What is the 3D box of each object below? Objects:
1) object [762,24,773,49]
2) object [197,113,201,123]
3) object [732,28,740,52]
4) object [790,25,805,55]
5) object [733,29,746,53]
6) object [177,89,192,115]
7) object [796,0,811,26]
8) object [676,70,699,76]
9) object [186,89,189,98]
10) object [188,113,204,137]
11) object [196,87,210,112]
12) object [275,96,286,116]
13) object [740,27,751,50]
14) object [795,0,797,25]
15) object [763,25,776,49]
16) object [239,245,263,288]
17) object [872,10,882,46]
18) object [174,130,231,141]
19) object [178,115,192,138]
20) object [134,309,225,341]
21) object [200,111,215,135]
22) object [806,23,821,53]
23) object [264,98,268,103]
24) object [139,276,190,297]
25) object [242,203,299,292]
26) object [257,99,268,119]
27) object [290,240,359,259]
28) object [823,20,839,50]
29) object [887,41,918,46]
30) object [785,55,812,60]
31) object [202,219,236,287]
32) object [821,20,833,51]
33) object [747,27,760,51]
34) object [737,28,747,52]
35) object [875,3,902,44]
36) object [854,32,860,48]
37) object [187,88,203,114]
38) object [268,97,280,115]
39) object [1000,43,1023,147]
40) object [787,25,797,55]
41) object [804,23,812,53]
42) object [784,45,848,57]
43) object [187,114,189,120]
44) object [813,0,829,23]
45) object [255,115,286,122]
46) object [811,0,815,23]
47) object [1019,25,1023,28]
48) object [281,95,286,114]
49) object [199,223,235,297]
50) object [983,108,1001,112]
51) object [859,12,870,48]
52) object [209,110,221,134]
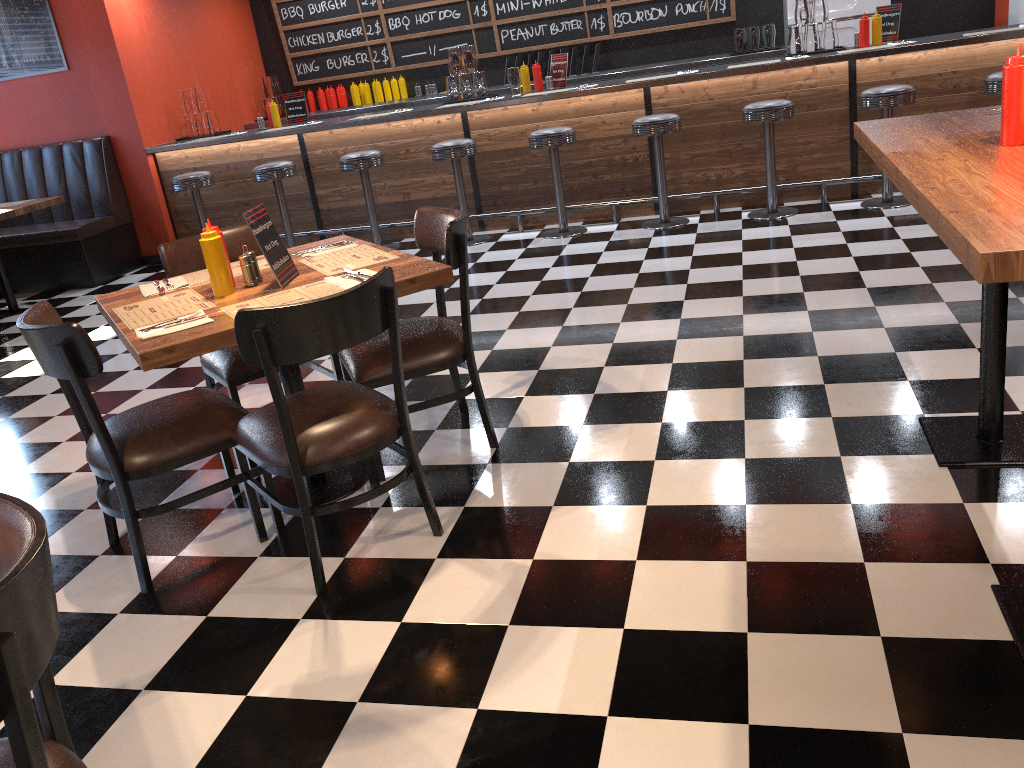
[{"bbox_3d":[2.248,-3.039,7.774,0.106,0.206,0.106,-19,22,-27],"label":"object"},{"bbox_3d":[-2.770,-2.318,7.904,0.105,0.206,0.107,-8,20,2],"label":"object"},{"bbox_3d":[2.078,-3.149,8.122,0.106,0.206,0.106,-19,22,-27],"label":"object"},{"bbox_3d":[2.078,-2.501,6.458,0.106,0.206,0.106,-19,22,-27],"label":"object"},{"bbox_3d":[1.990,-2.985,7.738,0.106,0.206,0.106,-19,22,-27],"label":"object"},{"bbox_3d":[-2.872,-2.469,7.761,0.105,0.206,0.107,-8,20,2],"label":"object"},{"bbox_3d":[2.097,-2.696,6.377,0.106,0.206,0.106,-19,22,-27],"label":"object"},{"bbox_3d":[1.280,-2.279,6.470,0.157,0.018,0.259,-2,22,16],"label":"object"},{"bbox_3d":[-2.855,-2.505,7.845,0.105,0.206,0.107,-8,20,2],"label":"object"},{"bbox_3d":[-2.789,-2.275,7.803,0.105,0.206,0.107,-8,20,2],"label":"object"},{"bbox_3d":[-2.741,-2.513,7.822,0.105,0.206,0.107,-8,20,2],"label":"object"},{"bbox_3d":[-2.441,-2.905,9.279,0.105,0.206,0.107,-8,20,2],"label":"object"},{"bbox_3d":[2.115,-3.110,8.008,0.106,0.206,0.106,-19,22,-27],"label":"object"},{"bbox_3d":[2.114,-2.731,6.461,0.106,0.206,0.106,-19,22,-27],"label":"object"},{"bbox_3d":[2.228,-2.995,7.668,0.106,0.206,0.106,-19,22,-27],"label":"object"},{"bbox_3d":[-0.879,-0.399,2.963,0.046,0.134,0.095,-7,20,6],"label":"object"},{"bbox_3d":[2.579,-2.517,6.262,0.068,0.234,0.068,-14,20,-13],"label":"object"},{"bbox_3d":[-2.745,-2.211,7.885,0.436,0.018,0.277,-3,22,16],"label":"object"},{"bbox_3d":[-2.891,-2.275,7.842,0.105,0.206,0.107,-8,20,2],"label":"object"},{"bbox_3d":[-0.977,-0.184,2.612,0.256,0.018,0.159,-19,24,-26],"label":"object"},{"bbox_3d":[-2.673,-2.278,7.764,0.105,0.206,0.107,-8,20,2],"label":"object"},{"bbox_3d":[2.181,-2.502,6.419,0.106,0.206,0.106,-19,22,-27],"label":"object"},{"bbox_3d":[-2.548,-2.897,9.301,0.105,0.206,0.107,-8,20,2],"label":"object"},{"bbox_3d":[-1.227,-0.347,3.127,0.158,0.018,0.257,-18,23,-22],"label":"object"},{"bbox_3d":[-0.786,-0.454,2.900,0.072,0.253,0.191,-7,20,6],"label":"object"},{"bbox_3d":[-2.583,-2.849,9.192,0.105,0.206,0.107,-8,20,2],"label":"object"},{"bbox_3d":[-0.716,-0.508,3.337,0.256,0.018,0.159,-19,23,-24],"label":"object"},{"bbox_3d":[2.297,-2.505,6.380,0.106,0.206,0.106,-19,22,-27],"label":"object"},{"bbox_3d":[2.685,-2.355,6.109,0.157,0.018,0.259,-5,21,11],"label":"object"},{"bbox_3d":[2.021,-2.315,6.267,0.157,0.018,0.259,-4,22,11],"label":"object"},{"bbox_3d":[-0.982,-0.433,2.950,0.068,0.234,0.068,-20,22,-29],"label":"object"},{"bbox_3d":[2.313,-2.550,6.489,0.106,0.206,0.106,-19,22,-27],"label":"object"},{"bbox_3d":[2.117,-3.010,7.750,0.106,0.206,0.106,-19,22,-27],"label":"object"},{"bbox_3d":[2.027,-3.028,7.833,0.106,0.206,0.106,-19,22,-27],"label":"object"},{"bbox_3d":[2.684,-2.575,6.344,0.073,0.253,0.189,-23,24,-36],"label":"object"},{"bbox_3d":[2.503,-2.487,6.359,0.093,0.134,0.047,-5,20,11],"label":"object"},{"bbox_3d":[-2.762,-2.470,7.719,0.105,0.206,0.107,-8,20,2],"label":"object"},{"bbox_3d":[-2.468,-2.859,9.171,0.105,0.206,0.107,-8,20,2],"label":"object"},{"bbox_3d":[1.222,-0.699,2.142,0.068,0.234,0.069,-12,19,-8],"label":"object"},{"bbox_3d":[2.091,-2.544,6.562,0.106,0.206,0.106,-19,22,-27],"label":"object"},{"bbox_3d":[2.199,-2.544,6.520,0.106,0.206,0.106,-19,22,-27],"label":"object"},{"bbox_3d":[2.224,-2.437,6.501,0.436,0.018,0.277,-3,22,16],"label":"object"},{"bbox_3d":[-2.878,-2.317,7.946,0.105,0.206,0.107,-8,20,2],"label":"object"},{"bbox_3d":[2.208,-2.696,6.334,0.106,0.206,0.106,-19,22,-27],"label":"object"},{"bbox_3d":[-2.479,-2.804,9.302,0.272,0.018,0.443,-3,22,15],"label":"object"},{"bbox_3d":[2.228,-2.740,6.438,0.106,0.206,0.106,-19,22,-27],"label":"object"},{"bbox_3d":[3.465,-2.391,5.891,0.157,0.018,0.258,1,23,25],"label":"object"},{"bbox_3d":[-2.402,-2.950,9.380,0.105,0.206,0.107,-8,20,2],"label":"object"},{"bbox_3d":[-0.958,-0.403,2.863,0.068,0.234,0.069,2,22,29],"label":"object"},{"bbox_3d":[1.555,-0.831,2.650,0.255,0.018,0.160,-4,22,13],"label":"object"},{"bbox_3d":[2.488,-2.498,6.251,0.068,0.234,0.068,11,27,44],"label":"object"},{"bbox_3d":[-2.656,-2.323,7.873,0.105,0.206,0.107,-8,20,2],"label":"object"}]
